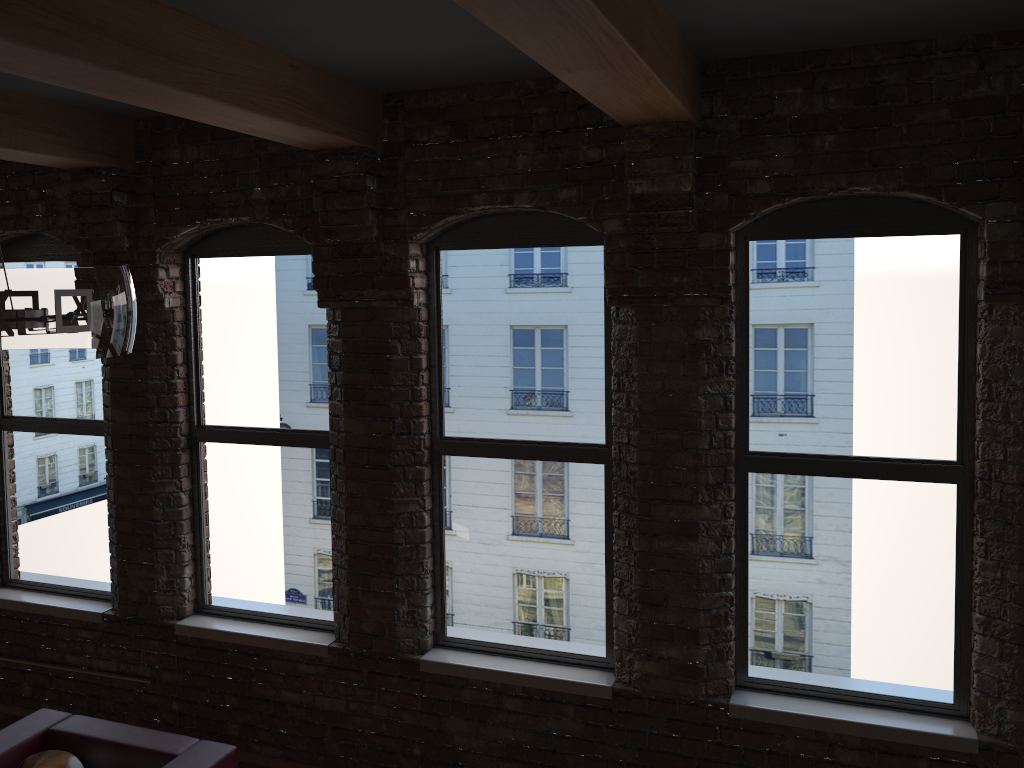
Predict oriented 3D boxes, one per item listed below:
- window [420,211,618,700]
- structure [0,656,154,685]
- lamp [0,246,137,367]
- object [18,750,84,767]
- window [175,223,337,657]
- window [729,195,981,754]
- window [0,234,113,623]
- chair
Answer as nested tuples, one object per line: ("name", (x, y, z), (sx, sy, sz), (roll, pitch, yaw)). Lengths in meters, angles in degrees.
("window", (0.022, 0.288, 4.175), (0.968, 2.209, 0.236), (1, 4, 20))
("structure", (-8.455, 1.388, 7.220), (13.705, 0.312, 1.639), (1, 6, 13))
("lamp", (-1.413, -0.473, 2.275), (0.810, 0.812, 0.811), (-3, 6, -29))
("object", (-1.889, 1.663, 3.378), (0.365, 0.296, 0.757), (-2, 6, -8))
("window", (-1.354, 0.254, 4.681), (0.968, 2.209, 0.236), (1, 4, 20))
("window", (1.399, 0.322, 3.670), (0.968, 2.209, 0.236), (1, 4, 20))
("window", (-2.731, 0.220, 5.186), (0.968, 2.209, 0.236), (1, 4, 20))
("chair", (-1.785, 1.828, 3.481), (1.071, 0.591, 0.868), (1, 6, 20))
